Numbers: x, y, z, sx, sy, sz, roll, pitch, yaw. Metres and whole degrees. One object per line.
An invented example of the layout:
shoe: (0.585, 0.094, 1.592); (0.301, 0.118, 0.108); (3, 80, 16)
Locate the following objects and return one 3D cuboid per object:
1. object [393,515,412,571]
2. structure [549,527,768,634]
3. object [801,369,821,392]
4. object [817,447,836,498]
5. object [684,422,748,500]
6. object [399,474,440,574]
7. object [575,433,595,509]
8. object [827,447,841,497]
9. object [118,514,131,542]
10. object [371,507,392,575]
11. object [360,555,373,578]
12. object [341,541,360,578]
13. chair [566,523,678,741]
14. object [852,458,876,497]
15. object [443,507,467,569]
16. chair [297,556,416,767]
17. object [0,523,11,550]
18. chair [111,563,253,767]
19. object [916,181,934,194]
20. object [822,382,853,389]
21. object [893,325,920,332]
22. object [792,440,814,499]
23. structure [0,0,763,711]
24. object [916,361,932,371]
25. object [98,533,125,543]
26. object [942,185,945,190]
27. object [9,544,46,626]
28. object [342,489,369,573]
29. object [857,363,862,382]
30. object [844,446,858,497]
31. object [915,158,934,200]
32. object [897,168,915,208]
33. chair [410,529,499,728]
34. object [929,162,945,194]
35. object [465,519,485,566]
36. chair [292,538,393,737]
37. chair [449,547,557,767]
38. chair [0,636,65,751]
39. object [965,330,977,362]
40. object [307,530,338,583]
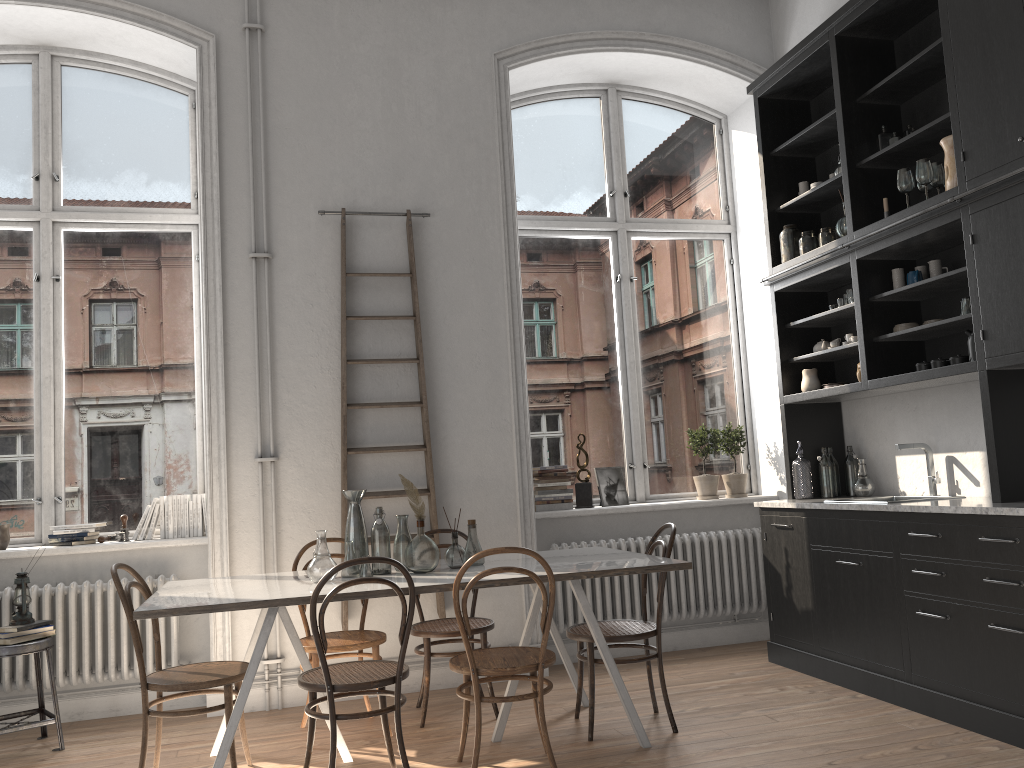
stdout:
object: (-0.503, 0.736, 4.110); (0.098, 0.254, 0.100); (1, -7, -38)
structure: (0.957, 1.247, 5.701); (1.577, 0.552, 0.195); (-2, -6, -15)
object: (1.806, -0.015, 5.354); (0.127, 0.144, 0.116); (1, -7, -37)
object: (1.872, 0.529, 5.290); (0.086, 0.301, 0.086); (0, -6, -30)
object: (1.410, 0.522, 6.078); (0.500, 0.523, 0.234); (0, -6, -26)
object: (-0.411, 0.621, 3.980); (0.157, 0.445, 0.157); (-4, -6, 2)
object: (0.463, 0.567, 5.812); (0.122, 0.487, 0.102); (-4, -6, 9)
object: (1.944, 0.534, 5.391); (0.086, 0.301, 0.086); (-3, -6, -1)
object: (-2.186, 0.813, 5.002); (0.088, 0.153, 0.048); (-9, -8, 44)
object: (-0.595, 0.707, 4.012); (0.086, 0.301, 0.086); (0, -6, -30)
object: (-0.640, 0.801, 3.890); (0.058, 0.094, 0.058); (-5, -6, 13)
object: (-0.725, 0.783, 3.968); (0.083, 0.158, 0.084); (-1, -6, -20)
chair: (0.528, 1.135, 4.178); (0.549, 0.920, 0.438); (-3, -6, -3)
object: (2.048, 0.545, 5.176); (0.132, 0.219, 0.120); (-2, -6, -15)
object: (-0.264, 0.706, 4.092); (0.107, 0.283, 0.107); (-1, -6, -20)
chair: (-0.609, 1.125, 3.465); (0.438, 0.920, 0.549); (-1, -6, -20)
object: (-2.812, 0.839, 4.865); (0.100, 0.142, 0.102); (2, -7, -41)
chair: (-1.355, 1.191, 3.681); (0.549, 0.920, 0.438); (-3, -6, -7)
object: (2.080, -0.969, 4.452); (0.083, 0.221, 0.083); (-1, -6, -23)
object: (1.918, 0.019, 5.216); (0.180, 0.037, 0.180); (0, -7, -30)
object: (-0.737, 0.762, 4.368); (5.827, 1.841, 0.792); (-2, -6, -10)
object: (1.739, 0.513, 5.323); (0.109, 0.349, 0.109); (0, -7, -34)
structure: (-0.900, -0.453, 5.308); (5.181, 4.470, 0.340); (-2, -6, -15)
object: (2.050, -0.086, 4.397); (0.088, 0.059, 0.104); (0, -7, -27)
object: (-2.280, 0.873, 5.028); (0.088, 0.048, 0.153); (-6, -6, 24)
object: (2.209, -0.976, 4.456); (0.083, 0.221, 0.083); (-5, -6, 16)
object: (-2.419, 0.998, 4.431); (0.163, 0.383, 0.154); (2, -7, -42)
object: (-0.721, 0.682, 4.098); (0.116, 0.382, 0.116); (-3, -6, -4)
object: (1.925, -0.063, 4.857); (0.069, 0.123, 0.173); (-5, -6, 17)
object: (2.033, 0.521, 5.306); (0.086, 0.301, 0.086); (-6, -6, 30)
object: (2.013, -0.980, 4.315); (0.083, 0.221, 0.083); (-7, -6, 31)
object: (1.976, -0.964, 4.441); (0.083, 0.221, 0.083); (-5, -6, 16)
chair: (-0.317, 1.227, 4.596); (0.438, 0.920, 0.549); (-2, -6, -8)
object: (2.102, -0.979, 4.373); (0.083, 0.221, 0.083); (-2, -6, -16)
object: (-0.185, 0.747, 4.188); (0.101, 0.211, 0.101); (-6, -6, 24)
chair: (-0.848, 1.234, 4.368); (0.438, 0.920, 0.549); (-2, -6, -17)
chair: (-0.036, 1.105, 3.586); (0.438, 0.920, 0.549); (-3, -6, -4)
chair: (-2.411, 1.515, 4.306); (0.364, 0.522, 0.360); (2, -8, -42)
object: (2.171, -0.192, 4.086); (0.124, 0.191, 0.129); (-5, -6, 12)
object: (-0.817, 0.741, 3.814); (0.132, 0.219, 0.132); (-1, -6, -26)
